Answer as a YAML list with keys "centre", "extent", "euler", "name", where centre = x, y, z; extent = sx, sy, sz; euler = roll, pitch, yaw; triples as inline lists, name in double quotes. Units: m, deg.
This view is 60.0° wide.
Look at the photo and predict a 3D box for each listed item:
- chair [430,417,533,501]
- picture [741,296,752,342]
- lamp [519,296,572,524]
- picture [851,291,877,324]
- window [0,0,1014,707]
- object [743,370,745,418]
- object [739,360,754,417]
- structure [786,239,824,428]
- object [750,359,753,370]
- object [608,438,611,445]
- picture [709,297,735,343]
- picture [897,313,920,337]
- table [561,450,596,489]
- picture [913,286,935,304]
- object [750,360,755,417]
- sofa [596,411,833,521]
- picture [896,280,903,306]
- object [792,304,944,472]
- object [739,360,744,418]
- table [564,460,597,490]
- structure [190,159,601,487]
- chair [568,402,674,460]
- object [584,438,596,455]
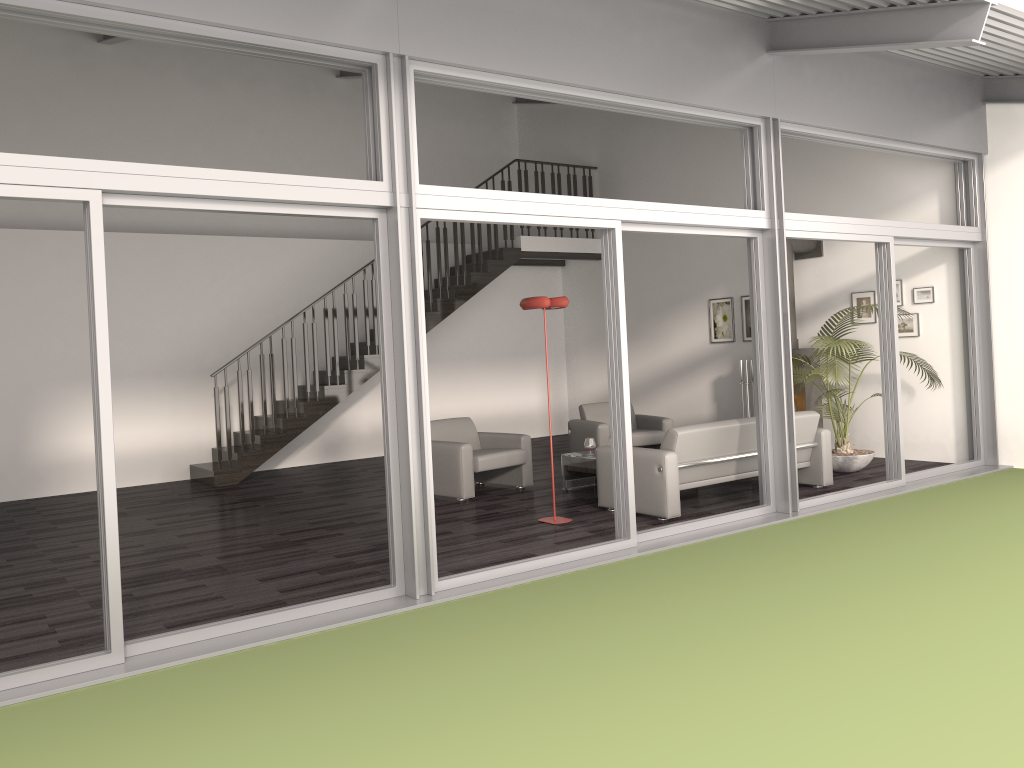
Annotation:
- centre: [-0.398, 0.710, 8.775]
  extent: [0.909, 0.717, 0.964]
  euler: [-2, 2, 45]
  name: "chair"
- centre: [3.039, -0.825, 11.090]
  extent: [0.026, 0.577, 0.393]
  euler: [-3, 1, -35]
  name: "picture"
- centre: [0.299, 0.199, 7.086]
  extent: [0.353, 1.788, 0.364]
  euler: [-3, 0, -35]
  name: "lamp"
- centre: [3.910, -0.847, 9.845]
  extent: [0.015, 0.352, 0.288]
  euler: [-3, 1, -35]
  name: "picture"
- centre: [0.711, -0.618, 5.985]
  extent: [9.755, 3.471, 0.385]
  euler: [-4, 1, -35]
  name: "window"
- centre: [2.819, 0.196, 10.868]
  extent: [0.116, 0.983, 0.042]
  euler: [-3, 0, 30]
  name: "object"
- centre: [2.884, 0.267, 10.798]
  extent: [0.400, 1.126, 0.401]
  euler: [-3, 0, 14]
  name: "object"
- centre: [3.401, -0.516, 10.316]
  extent: [1.117, 2.674, 0.817]
  euler: [-3, 0, -35]
  name: "structure"
- centre: [2.990, 0.223, 10.818]
  extent: [0.113, 1.049, 0.041]
  euler: [-3, 0, 10]
  name: "object"
- centre: [0.963, 0.590, 8.349]
  extent: [0.116, 0.155, 0.115]
  euler: [-4, 1, -44]
  name: "object"
- centre: [2.731, -0.827, 11.528]
  extent: [0.026, 0.577, 0.393]
  euler: [-3, 1, -35]
  name: "picture"
- centre: [4.181, -0.624, 9.472]
  extent: [0.015, 0.244, 0.359]
  euler: [-3, 1, -35]
  name: "picture"
- centre: [0.842, 0.841, 8.439]
  extent: [0.400, 0.342, 0.680]
  euler: [-4, 2, -35]
  name: "table"
- centre: [4.308, -0.928, 9.270]
  extent: [0.015, 0.166, 0.221]
  euler: [-3, 1, -35]
  name: "picture"
- centre: [2.934, 0.231, 10.734]
  extent: [0.145, 1.052, 0.075]
  euler: [-3, 0, 16]
  name: "object"
- centre: [1.781, 0.641, 7.757]
  extent: [2.117, 0.717, 0.901]
  euler: [-4, 2, -35]
  name: "sofa"
- centre: [4.115, -0.976, 9.542]
  extent: [0.015, 0.280, 0.191]
  euler: [-3, 1, -35]
  name: "picture"
- centre: [3.182, 0.051, 8.992]
  extent: [2.121, 1.666, 1.717]
  euler: [-4, 2, -40]
  name: "object"
- centre: [2.789, 0.223, 10.709]
  extent: [0.078, 1.020, 0.167]
  euler: [-3, 0, 17]
  name: "object"
- centre: [1.171, 0.871, 8.669]
  extent: [1.201, 0.250, 0.600]
  euler: [-4, 2, -35]
  name: "table"
- centre: [-1.158, -1.075, 12.254]
  extent: [6.349, 4.094, 0.999]
  euler: [-4, 1, -35]
  name: "structure"
- centre: [1.249, 0.578, 10.118]
  extent: [0.964, 0.717, 0.910]
  euler: [-3, 1, -20]
  name: "chair"
- centre: [0.748, 0.596, 8.479]
  extent: [0.116, 0.155, 0.116]
  euler: [-3, 1, -26]
  name: "object"
